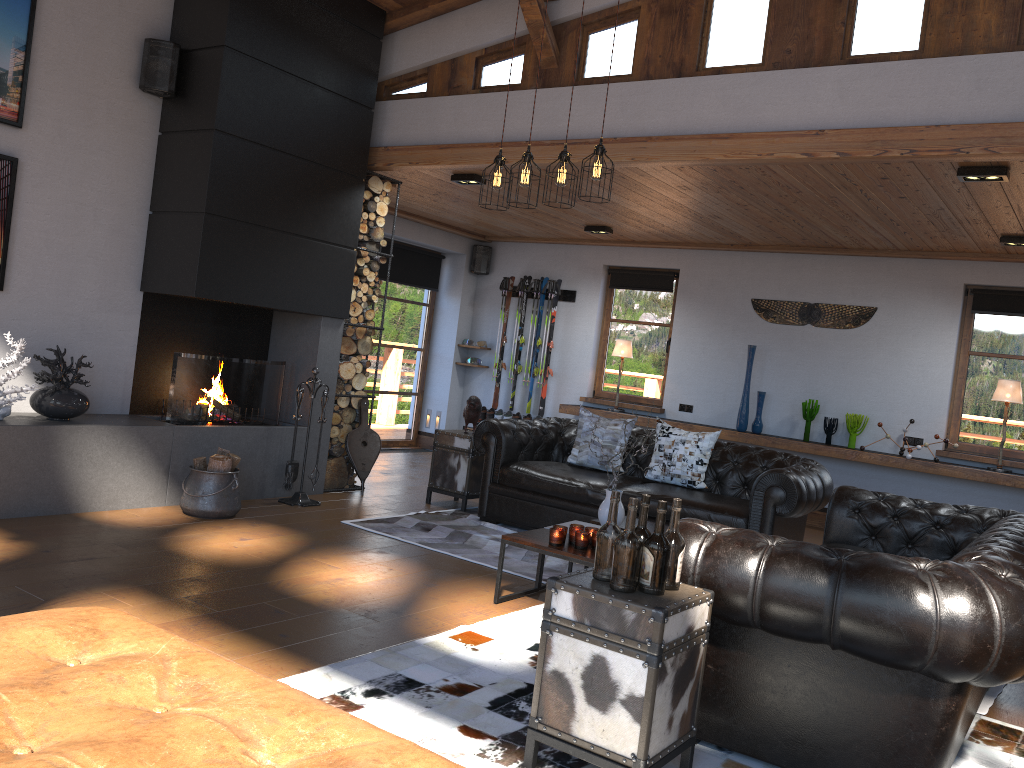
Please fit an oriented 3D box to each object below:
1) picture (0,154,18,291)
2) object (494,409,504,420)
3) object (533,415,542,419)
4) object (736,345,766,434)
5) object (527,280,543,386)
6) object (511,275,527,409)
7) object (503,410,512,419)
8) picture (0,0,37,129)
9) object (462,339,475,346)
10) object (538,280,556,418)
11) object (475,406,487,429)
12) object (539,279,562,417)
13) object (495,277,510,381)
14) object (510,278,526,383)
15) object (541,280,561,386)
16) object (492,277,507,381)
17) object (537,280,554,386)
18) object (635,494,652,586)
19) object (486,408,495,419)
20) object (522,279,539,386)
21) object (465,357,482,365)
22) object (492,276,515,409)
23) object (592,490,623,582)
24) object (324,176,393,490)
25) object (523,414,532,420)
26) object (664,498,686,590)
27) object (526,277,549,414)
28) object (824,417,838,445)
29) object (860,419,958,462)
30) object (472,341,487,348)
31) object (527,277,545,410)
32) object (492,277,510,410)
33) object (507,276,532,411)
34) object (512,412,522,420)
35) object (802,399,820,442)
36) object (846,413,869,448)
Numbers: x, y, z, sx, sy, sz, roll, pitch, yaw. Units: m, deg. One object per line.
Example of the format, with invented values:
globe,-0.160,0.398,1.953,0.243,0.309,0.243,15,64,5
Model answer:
picture,-3.312,-0.990,5.039,0.035,0.816,0.889,8,1,35
object,-0.177,0.428,10.482,0.115,0.270,0.254,8,2,40
object,0.272,0.495,10.175,0.115,0.270,0.254,8,1,30
object,2.403,0.054,8.786,0.275,0.862,0.111,7,1,-10
object,0.229,-0.601,10.342,0.120,1.249,0.059,7,1,16
object,0.064,-0.489,10.569,0.072,1.621,0.112,8,1,34
object,-0.070,0.444,10.427,0.115,0.270,0.254,8,2,40
picture,-3.189,-1.977,5.023,0.035,0.816,0.889,8,1,35
object,-0.527,-0.515,10.963,0.187,0.084,0.161,8,2,33
object,0.396,-0.408,10.310,0.094,1.606,0.116,8,1,34
object,-0.371,0.400,10.617,0.115,0.270,0.254,8,1,25
object,0.470,-0.411,10.246,0.094,1.606,0.116,8,1,34
object,-0.151,-0.657,10.602,0.120,1.249,0.059,7,1,16
object,0.039,-0.629,10.472,0.120,1.249,0.059,7,1,16
object,0.442,-0.570,10.212,0.121,1.249,0.059,7,1,-4
object,-0.163,-0.656,10.521,0.058,1.249,0.122,7,1,17
object,0.345,-0.581,10.167,0.121,1.249,0.059,7,1,1
object,0.415,0.497,2.848,0.087,0.286,0.088,7,1,12
object,-0.277,0.414,10.550,0.115,0.270,0.254,8,2,40
object,0.181,-0.605,10.296,0.121,1.249,0.059,7,1,-9
object,-0.488,-0.288,10.921,0.189,0.084,0.349,7,2,-20
object,-0.073,-0.491,10.618,0.094,1.606,0.116,8,1,34
object,0.317,0.485,2.848,0.086,0.286,0.089,8,1,44
object,-1.440,-0.440,7.409,0.462,2.611,0.499,8,1,34
object,0.151,0.476,10.292,0.254,0.270,0.115,6,2,-41
object,0.513,0.510,2.841,0.087,0.286,0.088,7,1,11
object,0.317,-0.452,10.421,0.072,1.621,0.112,8,1,34
object,3.034,0.449,8.473,0.129,0.260,0.123,7,1,4
object,3.593,0.489,8.014,0.526,0.349,0.640,6,2,-28
object,-0.382,-0.494,10.865,0.158,0.084,0.191,8,2,33
object,0.262,-0.461,10.471,0.072,1.621,0.112,8,1,34
object,-0.147,-0.488,10.681,0.094,1.606,0.116,8,1,34
object,0.070,-0.485,10.465,0.103,1.621,0.257,8,1,31
object,0.023,0.458,10.340,0.254,0.270,0.115,6,1,-36
object,2.859,0.350,8.538,0.158,0.410,0.146,7,1,3
object,3.226,0.442,8.361,0.183,0.332,0.198,7,1,-6
